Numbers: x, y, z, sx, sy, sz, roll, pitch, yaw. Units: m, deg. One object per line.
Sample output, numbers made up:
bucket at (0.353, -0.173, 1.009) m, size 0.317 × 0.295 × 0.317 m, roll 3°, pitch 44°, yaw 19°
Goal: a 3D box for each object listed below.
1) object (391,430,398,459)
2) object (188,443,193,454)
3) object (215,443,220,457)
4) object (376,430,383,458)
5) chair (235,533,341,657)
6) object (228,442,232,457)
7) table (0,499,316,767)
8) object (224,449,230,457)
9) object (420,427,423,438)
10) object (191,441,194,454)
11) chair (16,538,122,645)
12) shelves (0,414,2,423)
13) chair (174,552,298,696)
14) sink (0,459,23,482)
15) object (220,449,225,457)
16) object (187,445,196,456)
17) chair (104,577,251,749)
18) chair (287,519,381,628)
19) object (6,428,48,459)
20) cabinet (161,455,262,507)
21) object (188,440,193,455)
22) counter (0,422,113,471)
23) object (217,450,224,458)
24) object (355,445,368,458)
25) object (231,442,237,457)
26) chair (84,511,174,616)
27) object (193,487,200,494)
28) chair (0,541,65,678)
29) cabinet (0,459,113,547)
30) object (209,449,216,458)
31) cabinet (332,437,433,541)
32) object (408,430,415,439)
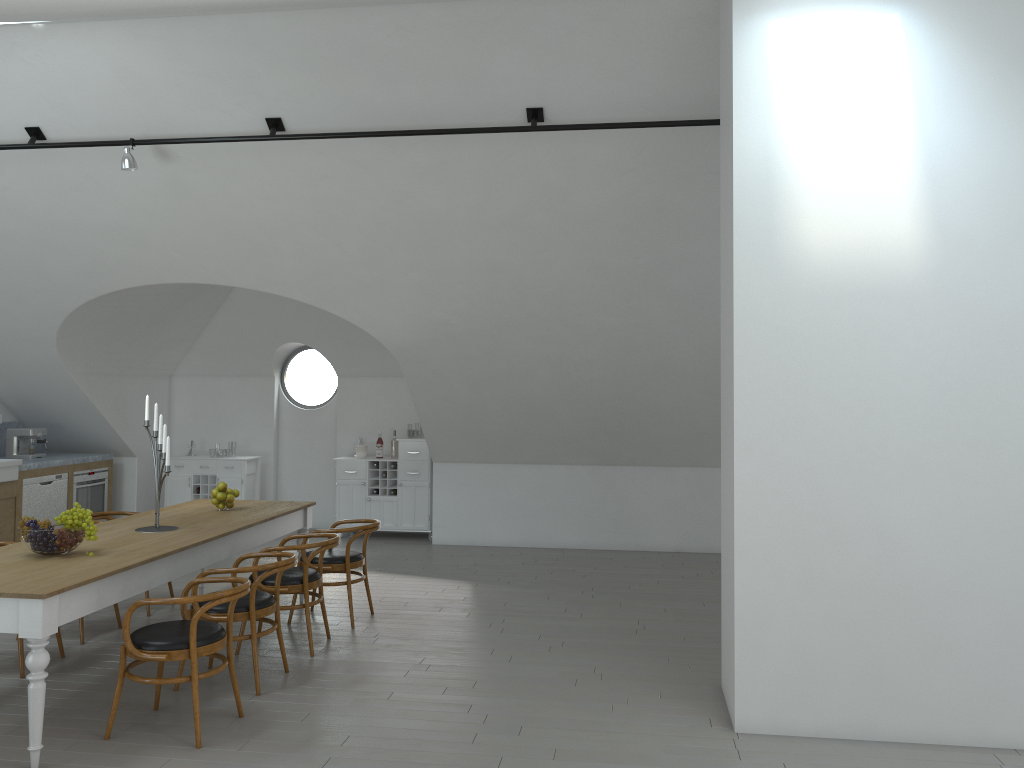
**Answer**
object at (-1.380, 0.711, 10.426) m, size 0.085 × 0.331 × 0.085 m, roll 2°, pitch -3°, yaw -33°
object at (-3.888, 0.787, 10.765) m, size 0.097 × 0.137 × 0.029 m, roll 0°, pitch -2°, yaw 11°
object at (-3.503, 0.788, 10.545) m, size 0.048 × 0.169 × 0.048 m, roll 1°, pitch -2°, yaw -4°
object at (-1.558, 0.711, 10.457) m, size 0.081 × 0.330 × 0.081 m, roll 0°, pitch -2°, yaw 4°
chair at (-1.461, 1.383, 5.910) m, size 0.621 × 0.736 × 0.527 m, roll 0°, pitch -2°, yaw 3°
object at (-3.363, 0.784, 10.589) m, size 0.054 × 0.179 × 0.054 m, roll 1°, pitch -2°, yaw -15°
table at (-2.334, 1.339, 5.620) m, size 1.018 × 0.800 × 3.346 m, roll 0°, pitch -1°, yaw 8°
object at (-3.378, 0.824, 10.519) m, size 0.071 × 0.099 × 0.071 m, roll -1°, pitch -2°, yaw 31°
object at (-1.049, 0.565, 10.360) m, size 0.046 × 0.143 × 0.046 m, roll 0°, pitch -2°, yaw 19°
object at (-3.870, 0.773, 10.746) m, size 0.039 × 0.164 × 0.024 m, roll 0°, pitch -2°, yaw 21°
chair at (-3.119, 1.374, 6.194) m, size 0.621 × 0.736 × 0.527 m, roll 0°, pitch -2°, yaw 11°
shelves at (-5.781, -0.289, 6.725) m, size 0.480 × 1.363 × 5.545 m, roll 0°, pitch -1°, yaw 2°
chair at (-1.578, 1.375, 5.193) m, size 0.621 × 0.736 × 0.527 m, roll 0°, pitch -2°, yaw 8°
sink at (-5.185, 0.826, 8.172) m, size 0.727 × 0.202 × 1.020 m, roll 0°, pitch -1°, yaw 8°
object at (-3.441, 0.827, 10.586) m, size 0.094 × 0.093 × 0.093 m, roll 0°, pitch -1°, yaw -4°
object at (-3.891, 0.807, 10.757) m, size 0.101 × 0.138 × 0.067 m, roll 0°, pitch -2°, yaw 8°
chair at (-1.638, 1.368, 4.467) m, size 0.621 × 0.736 × 0.527 m, roll 0°, pitch -2°, yaw 11°
chair at (-1.292, 1.390, 6.616) m, size 0.621 × 0.736 × 0.527 m, roll 0°, pitch -2°, yaw 11°
object at (-5.167, 0.638, 9.548) m, size 0.386 × 0.321 × 0.324 m, roll 0°, pitch -1°, yaw 8°
cabinet at (-3.590, 1.264, 10.551) m, size 1.134 × 0.790 × 0.496 m, roll 0°, pitch -2°, yaw 8°
object at (-3.900, 0.771, 10.765) m, size 0.039 × 0.175 × 0.054 m, roll 0°, pitch -2°, yaw 8°
counter at (-5.496, 0.521, 7.166) m, size 0.961 × 0.620 × 6.570 m, roll 0°, pitch -1°, yaw 8°
object at (-3.458, 0.830, 10.495) m, size 0.077 × 0.085 × 0.077 m, roll 0°, pitch -1°, yaw -4°
object at (-1.777, 0.795, 10.458) m, size 0.154 × 0.160 × 0.157 m, roll -1°, pitch -2°, yaw 36°
object at (-3.312, 0.781, 10.551) m, size 0.063 × 0.187 × 0.063 m, roll 1°, pitch -2°, yaw -7°
chair at (-3.009, 1.381, 6.908) m, size 0.621 × 0.736 × 0.527 m, roll 0°, pitch -2°, yaw 5°
object at (-3.674, 1.255, 10.468) m, size 0.082 × 0.085 × 0.317 m, roll 0°, pitch -1°, yaw 9°
chair at (-3.161, 1.367, 5.465) m, size 0.621 × 0.736 × 0.527 m, roll 0°, pitch -2°, yaw 5°
cabinet at (-5.490, 1.340, 7.058) m, size 1.004 × 1.023 × 6.423 m, roll 0°, pitch -1°, yaw 8°
object at (-3.540, 0.819, 10.471) m, size 0.082 × 0.105 × 0.081 m, roll 0°, pitch -2°, yaw 21°
cabinet at (-1.456, 1.211, 10.445) m, size 1.242 × 1.155 × 0.609 m, roll 0°, pitch -2°, yaw 8°
object at (-1.171, 0.584, 10.299) m, size 0.081 × 0.105 × 0.081 m, roll 2°, pitch -2°, yaw -44°
